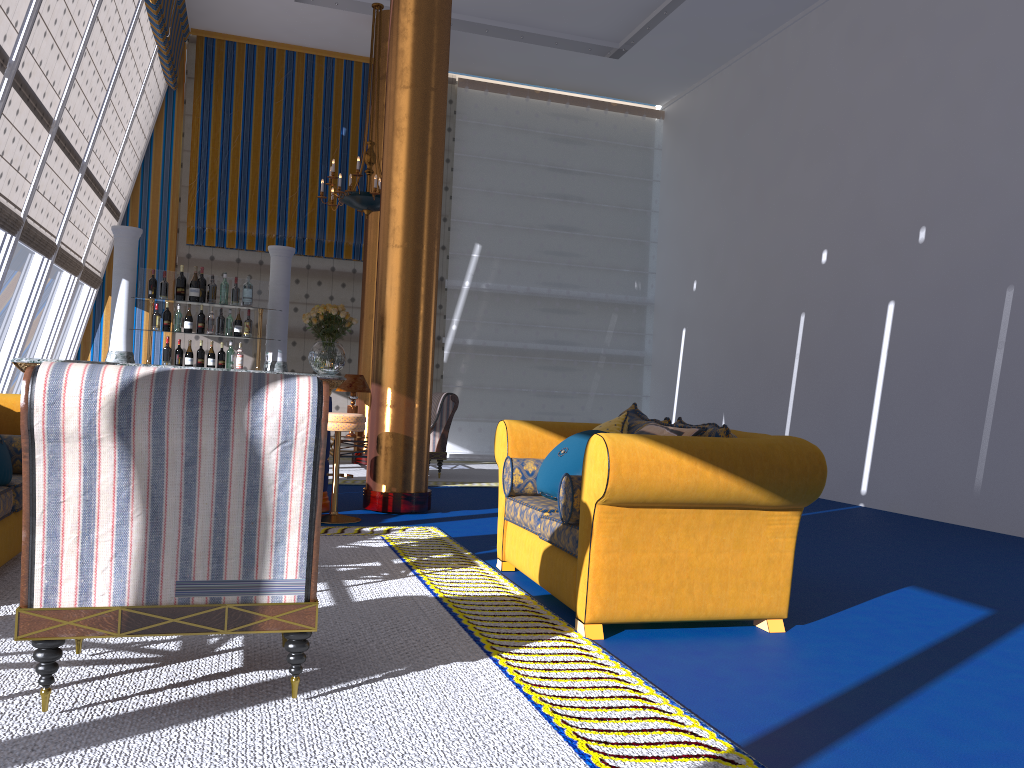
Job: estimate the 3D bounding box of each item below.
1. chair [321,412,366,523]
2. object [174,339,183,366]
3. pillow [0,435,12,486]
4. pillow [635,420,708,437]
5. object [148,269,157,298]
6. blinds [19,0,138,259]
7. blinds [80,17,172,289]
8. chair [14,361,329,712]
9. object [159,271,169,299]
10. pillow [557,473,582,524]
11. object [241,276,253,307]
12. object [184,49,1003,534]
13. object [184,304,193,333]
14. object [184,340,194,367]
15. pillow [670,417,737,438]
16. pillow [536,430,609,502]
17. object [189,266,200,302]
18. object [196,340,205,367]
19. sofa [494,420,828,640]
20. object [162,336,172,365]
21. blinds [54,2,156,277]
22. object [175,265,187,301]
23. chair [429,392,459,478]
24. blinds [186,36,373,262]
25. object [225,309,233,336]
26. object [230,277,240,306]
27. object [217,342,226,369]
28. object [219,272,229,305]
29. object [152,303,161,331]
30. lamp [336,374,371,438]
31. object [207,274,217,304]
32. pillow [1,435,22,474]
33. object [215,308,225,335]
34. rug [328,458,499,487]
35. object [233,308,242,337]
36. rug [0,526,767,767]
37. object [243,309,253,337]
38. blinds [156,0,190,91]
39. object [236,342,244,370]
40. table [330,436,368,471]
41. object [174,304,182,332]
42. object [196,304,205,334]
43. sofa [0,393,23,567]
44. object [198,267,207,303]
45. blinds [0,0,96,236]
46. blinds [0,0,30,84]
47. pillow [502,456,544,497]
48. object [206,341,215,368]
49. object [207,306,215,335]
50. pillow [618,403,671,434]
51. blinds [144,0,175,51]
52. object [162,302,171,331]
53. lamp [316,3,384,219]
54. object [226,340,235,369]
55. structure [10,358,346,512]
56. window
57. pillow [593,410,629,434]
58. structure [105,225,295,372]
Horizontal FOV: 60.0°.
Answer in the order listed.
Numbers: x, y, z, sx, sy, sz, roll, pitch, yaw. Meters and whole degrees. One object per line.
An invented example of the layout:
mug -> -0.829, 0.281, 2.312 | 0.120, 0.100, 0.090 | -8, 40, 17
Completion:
chair -> -1.284, 0.600, 6.481 | 0.394, 0.782, 0.403 | 2, -1, 43
object -> -2.767, -0.250, 7.370 | 0.066, 0.244, 0.065 | 3, 0, -13
pillow -> -2.497, 0.286, 4.124 | 0.320, 0.404, 0.473 | 3, -1, -4
pillow -> 0.621, 0.394, 4.084 | 0.329, 0.456, 0.518 | 3, -1, -17
object -> -2.958, -0.823, 7.304 | 0.066, 0.244, 0.065 | 3, 0, -13
blinds -> -4.055, -2.951, 8.607 | 0.880, 3.394, 1.356 | 3, -1, -17
blinds -> -4.923, -2.943, 11.489 | 0.880, 3.394, 1.356 | 3, -1, -17
chair -> -1.019, 0.441, 2.763 | 0.799, 0.966, 0.779 | 3, -1, -17
object -> -2.890, -0.818, 7.371 | 0.072, 0.246, 0.073 | 2, -1, 32
pillow -> 0.404, 0.499, 3.841 | 0.374, 0.219, 0.214 | 3, -1, -13
object -> -2.268, -0.793, 7.612 | 0.092, 0.259, 0.091 | 3, -1, -34
object -> 0.689, -7.117, 5.873 | 63.534, 33.599, 63.019 | 3, -1, -11
object -> -2.686, -0.544, 7.370 | 0.069, 0.244, 0.068 | 3, -1, -36
object -> -2.691, -0.246, 7.396 | 0.069, 0.244, 0.068 | 3, -1, -36
pillow -> 0.807, 0.462, 4.153 | 0.341, 0.610, 0.611 | 3, -1, -12
pillow -> 0.320, 0.407, 4.377 | 0.455, 0.367, 0.395 | 2, -1, 33
object -> -2.642, -0.831, 7.391 | 0.086, 0.302, 0.084 | 3, -1, -23
object -> -2.606, -0.245, 7.427 | 0.066, 0.244, 0.065 | 3, -1, -36
sofa -> 0.584, 0.628, 4.415 | 1.017, 0.854, 1.837 | 3, -1, -15
object -> -2.841, -0.272, 7.309 | 0.072, 0.242, 0.070 | 3, -1, -35
blinds -> -4.497, -2.947, 10.076 | 0.880, 3.394, 1.356 | 3, -1, -17
object -> -2.743, -0.837, 7.358 | 0.081, 0.303, 0.081 | 3, 0, -12
chair -> -1.091, 0.566, 10.199 | 0.789, 0.966, 0.789 | 3, -1, -17
blinds -> -3.172, -3.342, 12.708 | 2.678, 2.990, 0.151 | 3, 0, -18
object -> -2.400, -0.523, 7.538 | 0.058, 0.230, 0.059 | 3, -1, 32
object -> -2.351, -0.789, 7.544 | 0.072, 0.246, 0.073 | 2, -1, 32
object -> -2.463, -0.233, 7.523 | 0.066, 0.244, 0.065 | 3, -1, -36
object -> -2.425, -0.805, 7.480 | 0.069, 0.271, 0.069 | 3, 0, -7
object -> -2.907, -0.549, 7.256 | 0.065, 0.225, 0.067 | 2, -1, 42
lamp -> -1.977, 0.274, 11.022 | 0.451, 0.783, 0.442 | 3, -1, -32
object -> -2.521, -0.796, 7.456 | 0.075, 0.247, 0.077 | 2, -1, 37
pillow -> -2.637, 0.365, 4.612 | 0.375, 0.219, 0.213 | 3, -1, -18
object -> -2.463, -0.527, 7.495 | 0.072, 0.232, 0.071 | 3, -1, -38
rug -> -2.346, 1.011, 10.600 | 6.297, 0.011, 3.570 | 3, -1, -18
object -> -2.333, -0.524, 7.560 | 0.069, 0.244, 0.068 | 3, -1, -36
rug -> -1.349, 0.925, 2.837 | 3.615, 0.010, 6.217 | 3, -1, -17
object -> -2.256, -0.520, 7.588 | 0.072, 0.244, 0.072 | 3, 0, 3
blinds -> -4.432, -4.448, 11.546 | 0.340, 0.830, 1.515 | 3, -1, -17
object -> -2.333, -0.231, 7.608 | 0.062, 0.258, 0.061 | 3, 0, -17
table -> -1.746, 0.860, 10.911 | 0.981, 0.369, 0.901 | 3, -1, -17
object -> -2.761, -0.544, 7.344 | 0.058, 0.230, 0.059 | 3, -1, 32
object -> -2.598, -0.542, 7.415 | 0.066, 0.244, 0.065 | 3, -1, -36
sofa -> -2.795, 0.444, 4.053 | 1.008, 0.854, 1.834 | 3, -1, -17
object -> -2.602, -0.830, 7.429 | 0.081, 0.303, 0.081 | 3, 0, 0
blinds -> -3.633, -2.955, 7.207 | 0.880, 3.394, 1.356 | 3, -1, -17
blinds -> -3.194, -2.958, 5.751 | 0.880, 3.394, 1.356 | 3, -1, -17
pillow -> 0.152, 0.504, 4.791 | 0.379, 0.219, 0.214 | 3, -1, -13
object -> -2.535, -0.240, 7.478 | 0.069, 0.244, 0.068 | 3, -1, -36
object -> -2.525, -0.535, 7.442 | 0.057, 0.239, 0.056 | 3, -1, -43
pillow -> 0.632, 0.432, 4.714 | 0.355, 0.672, 0.599 | 3, -1, -9
blinds -> -3.989, -4.452, 10.078 | 0.340, 0.830, 1.515 | 3, -1, -17
object -> -2.841, -0.556, 7.304 | 0.066, 0.244, 0.065 | 3, -1, -36
lamp -> -1.575, -3.073, 10.014 | 1.071, 2.421, 1.048 | 3, -1, -40
object -> -2.404, -0.240, 7.575 | 0.068, 0.269, 0.069 | 2, -1, 33
structure -> -2.380, 0.410, 6.521 | 2.333, 1.065, 0.762 | 3, -1, -28
window -> -3.312, -2.067, 4.949 | 1.629, 5.855, 15.369 | 3, -1, -17
pillow -> 0.499, 0.379, 4.622 | 0.233, 0.491, 0.608 | 3, -1, -12
structure -> -2.828, -0.161, 7.492 | 2.332, 2.196, 0.762 | 3, -1, -26
